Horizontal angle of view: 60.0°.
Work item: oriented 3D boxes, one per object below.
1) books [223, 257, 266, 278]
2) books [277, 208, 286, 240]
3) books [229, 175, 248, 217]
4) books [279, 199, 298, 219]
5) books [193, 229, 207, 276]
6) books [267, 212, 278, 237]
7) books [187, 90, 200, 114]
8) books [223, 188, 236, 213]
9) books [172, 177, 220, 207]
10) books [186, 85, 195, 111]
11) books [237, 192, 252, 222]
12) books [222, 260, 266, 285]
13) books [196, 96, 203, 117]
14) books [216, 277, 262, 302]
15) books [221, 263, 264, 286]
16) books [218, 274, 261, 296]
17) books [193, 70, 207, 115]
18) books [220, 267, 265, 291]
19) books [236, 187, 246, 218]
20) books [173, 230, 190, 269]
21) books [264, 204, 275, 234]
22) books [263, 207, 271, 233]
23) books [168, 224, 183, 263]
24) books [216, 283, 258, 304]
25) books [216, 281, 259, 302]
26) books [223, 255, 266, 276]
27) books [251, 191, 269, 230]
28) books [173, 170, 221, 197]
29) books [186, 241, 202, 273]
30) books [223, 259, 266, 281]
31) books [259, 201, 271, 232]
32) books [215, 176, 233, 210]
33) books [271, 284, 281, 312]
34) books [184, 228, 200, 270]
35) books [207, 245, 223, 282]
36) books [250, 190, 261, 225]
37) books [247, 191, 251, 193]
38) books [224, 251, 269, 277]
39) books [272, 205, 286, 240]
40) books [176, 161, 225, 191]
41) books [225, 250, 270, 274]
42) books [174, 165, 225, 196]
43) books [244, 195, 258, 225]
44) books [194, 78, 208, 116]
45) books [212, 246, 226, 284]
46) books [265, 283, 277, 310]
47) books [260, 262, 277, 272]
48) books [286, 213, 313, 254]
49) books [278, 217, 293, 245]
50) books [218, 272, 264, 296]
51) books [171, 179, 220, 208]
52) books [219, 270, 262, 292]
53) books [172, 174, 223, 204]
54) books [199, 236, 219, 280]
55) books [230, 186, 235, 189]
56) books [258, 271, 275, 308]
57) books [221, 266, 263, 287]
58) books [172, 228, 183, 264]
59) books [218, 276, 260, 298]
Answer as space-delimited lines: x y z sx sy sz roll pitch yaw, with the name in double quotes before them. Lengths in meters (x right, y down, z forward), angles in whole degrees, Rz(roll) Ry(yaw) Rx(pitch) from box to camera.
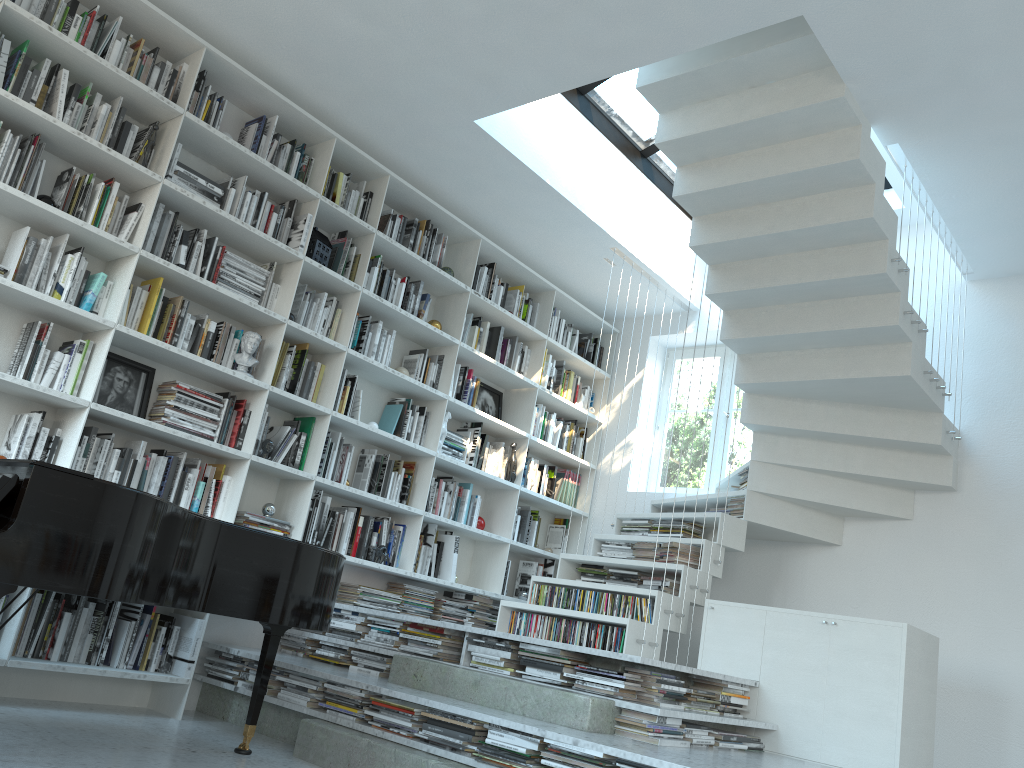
"books" -1.448 -0.600 4.665 0.161 0.012 0.255 -4 -22 42
"books" -1.312 -0.835 4.839 0.133 0.260 0.029 -3 -21 40
"books" -1.470 -0.941 4.620 0.190 0.283 0.011 -3 -21 40
"books" -1.271 -0.853 4.881 0.155 0.333 0.012 -3 -21 40
"books" -1.609 -0.628 4.471 0.162 0.290 0.049 -3 -21 40
"books" -1.345 -0.821 4.776 0.176 0.187 0.029 -3 -21 40
"books" -1.651 -1.365 4.455 0.166 0.194 0.026 -3 -21 40
"books" -1.514 -0.909 4.585 0.193 0.187 0.025 -3 -21 40
"books" -1.635 -0.952 4.464 0.159 0.012 0.286 -2 -21 38
"books" -1.673 -1.388 4.450 0.157 0.227 0.023 -3 -21 40
"books" -1.455 -0.892 4.656 0.190 0.216 0.027 -3 -21 40
"books" -1.454 -0.575 4.660 0.159 0.012 0.286 -3 -21 39
"books" -1.639 -1.355 4.500 0.145 0.205 0.011 -3 -21 40
"books" -1.468 -0.484 4.631 0.159 0.012 0.286 -2 -21 37
"books" -1.454 -0.564 4.655 0.161 0.012 0.255 -4 -22 42
"books" -1.465 -0.507 4.639 0.161 0.012 0.255 -2 -21 38
"books" -1.636 -1.427 4.497 0.145 0.340 0.014 -3 -21 40
"books" -1.457 -0.541 4.647 0.159 0.012 0.286 -5 -22 43
"books" -1.477 -0.913 4.636 0.171 0.237 0.021 -3 -21 40
"books" -1.666 -0.634 4.390 0.153 0.236 0.067 -3 -21 40
"books" -1.357 -0.847 4.770 0.158 0.230 0.012 -3 -21 40
"books" -1.369 -0.851 4.766 0.152 0.229 0.010 -3 -21 40
"books" -1.701 -0.657 4.358 0.172 0.249 0.014 -3 -21 40
"books" -1.477 -0.461 4.629 0.161 0.012 0.255 -3 -21 40
"books" -1.473 -0.472 4.631 0.161 0.012 0.255 -3 -21 39
"books" -1.449 -0.611 4.671 0.161 0.012 0.255 -3 -21 40
"books" -1.394 -0.886 4.732 0.185 0.268 0.023 -3 -21 40
"books" -1.623 -0.992 4.473 0.161 0.025 0.255 -2 -20 36
"books" -1.631 -0.602 4.440 0.148 0.216 0.024 -3 -21 40
"books" -1.445 -0.587 4.658 0.161 0.012 0.254 -6 -23 45
"books" -1.377 -0.857 4.737 0.190 0.222 0.023 -3 -21 40
"books" -1.523 -0.946 4.583 0.161 0.253 0.012 -3 -21 40
"books" -1.333 -0.433 4.799 0.158 0.204 0.030 -3 -21 40
"books" -1.644 -0.642 4.437 0.130 0.284 0.022 -3 -21 40
"books" -1.560 -0.581 4.516 0.183 0.244 0.015 -3 -21 40
"books" -1.425 -0.895 4.727 0.140 0.272 0.029 -3 -21 40
"books" -1.450 -0.898 4.682 0.131 0.243 0.012 -3 -21 40
"books" -1.438 -0.623 4.667 0.159 0.012 0.286 -1 -20 35
"books" -1.320 -0.839 4.805 0.173 0.247 0.032 -3 -21 40
"books" -1.621 -1.037 4.493 0.159 0.024 0.286 -3 -21 40
"books" -1.441 -0.634 4.675 0.159 0.012 0.286 -4 -22 42
"books" -1.622 -1.015 4.483 0.159 0.024 0.286 -4 -22 42
"books" -1.433 -0.880 4.687 0.183 0.218 0.028 -3 -21 40
"books" -1.628 -1.402 4.497 0.153 0.295 0.010 -3 -21 40
"books" -1.542 -0.578 4.518 0.176 0.246 0.013 -3 -21 40
"books" -1.347 -0.440 4.773 0.172 0.198 0.030 -3 -21 40
"books" -1.352 -0.504 4.776 0.140 0.318 0.012 -3 -21 40
"books" -1.209 -0.799 4.851 0.272 0.236 0.037 -3 -21 40
"books" -1.289 -0.798 4.843 0.191 0.202 0.029 -3 -21 40
"books" -1.465 -0.518 4.644 0.159 0.012 0.286 -4 -22 41
"books" -1.635 -0.941 4.459 0.159 0.012 0.286 -2 -21 37
"books" -1.463 -0.529 4.647 0.161 0.012 0.255 -4 -22 41
"books" -1.625 -0.969 4.465 0.159 0.024 0.286 -6 -23 45
"books" -1.578 -0.607 4.484 0.191 0.268 0.021 -3 -21 40
"books" -1.518 -0.917 4.626 0.128 0.222 0.024 -3 -21 40
"books" -1.353 -0.478 4.748 0.161 0.253 0.012 -3 -21 40
"books" -1.455 -0.552 4.650 0.161 0.012 0.255 -2 -21 37
"books" -1.695 -0.648 4.366 0.147 0.239 0.011 -3 -21 40
"books" -1.467 -0.495 4.636 0.161 0.012 0.255 -4 -22 42
